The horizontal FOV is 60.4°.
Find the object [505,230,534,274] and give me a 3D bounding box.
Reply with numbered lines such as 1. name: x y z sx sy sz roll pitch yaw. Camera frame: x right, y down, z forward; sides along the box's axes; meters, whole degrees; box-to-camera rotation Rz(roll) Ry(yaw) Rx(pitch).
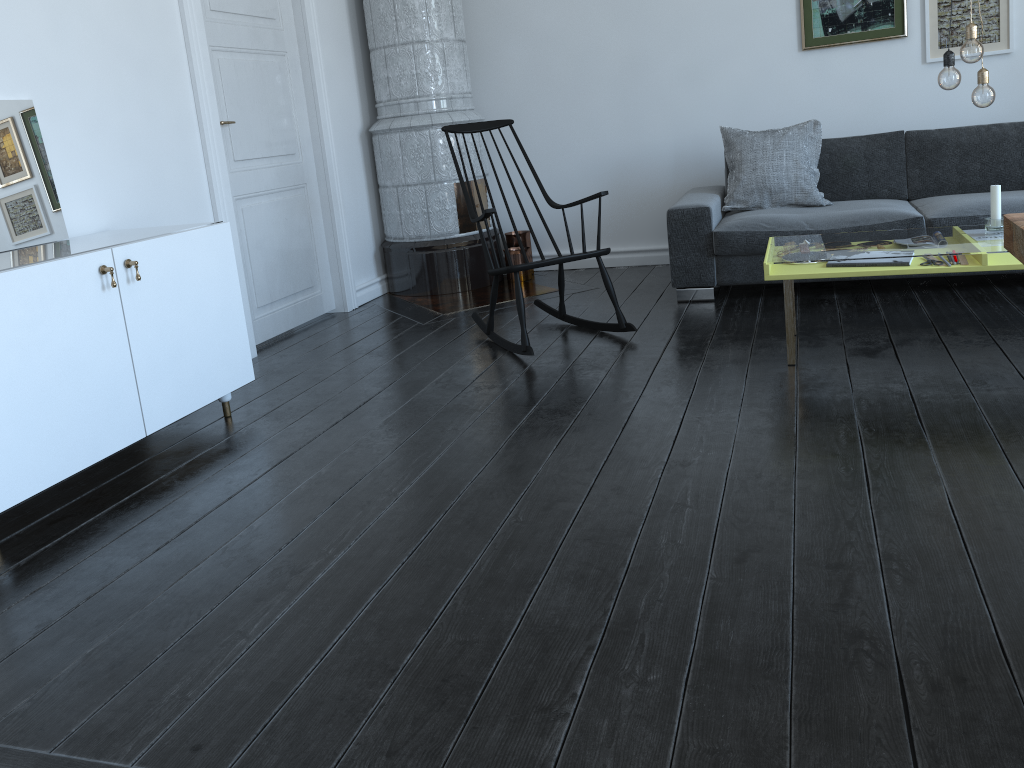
1. object: 0.051 -0.852 5.760 0.173 0.275 0.180 -2 13 19

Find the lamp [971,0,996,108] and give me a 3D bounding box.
1. lamp: 1.549 -1.671 2.916 0.074 1.466 0.090 3 14 43

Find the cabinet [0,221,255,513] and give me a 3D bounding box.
1. cabinet: -1.433 -0.068 2.855 0.589 0.718 1.233 -2 15 19

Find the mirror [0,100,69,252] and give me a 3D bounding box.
1. mirror: -1.767 -0.661 2.839 0.054 0.491 0.714 -3 15 19

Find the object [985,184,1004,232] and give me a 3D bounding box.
1. object: 1.786 -0.652 3.250 0.075 0.170 0.075 -14 14 -35

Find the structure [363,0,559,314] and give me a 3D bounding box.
1. structure: -0.468 -1.984 5.270 0.785 2.829 1.286 -11 12 -25

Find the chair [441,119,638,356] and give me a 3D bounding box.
1. chair: 0.062 -0.715 4.039 0.618 0.983 0.919 -12 14 -25

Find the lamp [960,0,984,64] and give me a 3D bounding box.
1. lamp: 1.492 -1.812 2.878 0.075 1.466 0.075 -11 11 -23

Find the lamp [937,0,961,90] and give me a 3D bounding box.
1. lamp: 1.442 -1.736 2.923 0.075 1.466 0.087 -10 11 -19

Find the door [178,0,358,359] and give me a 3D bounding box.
1. door: -1.281 -1.464 4.523 0.116 2.423 1.197 -3 12 19

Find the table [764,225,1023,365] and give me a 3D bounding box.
1. table: 1.665 -0.334 3.204 1.399 0.391 0.616 -1 16 19

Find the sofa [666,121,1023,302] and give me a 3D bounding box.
1. sofa: 2.047 -0.918 4.483 2.369 0.708 1.113 -1 16 19

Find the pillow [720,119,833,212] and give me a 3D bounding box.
1. pillow: 2.117 -1.178 4.521 2.053 0.482 0.490 1 15 23

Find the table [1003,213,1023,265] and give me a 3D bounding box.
1. table: 1.838 0.178 0.853 2.224 0.701 1.045 -1 15 19

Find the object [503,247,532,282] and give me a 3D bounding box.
1. object: 0.039 -0.759 5.587 0.174 0.195 0.176 -4 13 9
